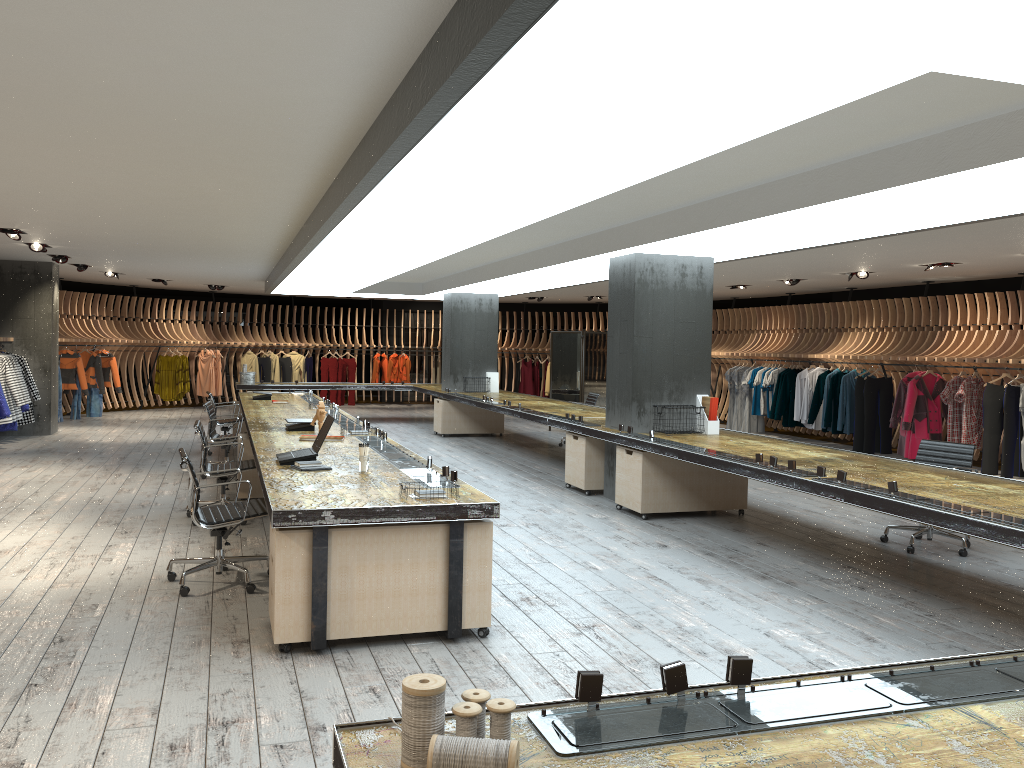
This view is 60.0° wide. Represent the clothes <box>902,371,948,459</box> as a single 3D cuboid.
[{"bbox_3d":[6.156,0.470,13.098,0.839,1.311,0.321,1,1,-9],"label":"clothes"}]

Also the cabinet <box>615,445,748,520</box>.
[{"bbox_3d":[1.647,0.933,8.615,1.131,0.630,0.594,1,2,-18],"label":"cabinet"}]

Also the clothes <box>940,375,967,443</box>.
[{"bbox_3d":[6.342,0.387,12.504,0.760,1.020,0.188,1,2,-17],"label":"clothes"}]

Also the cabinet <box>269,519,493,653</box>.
[{"bbox_3d":[-0.736,1.037,4.875,1.131,0.630,0.594,1,2,-18],"label":"cabinet"}]

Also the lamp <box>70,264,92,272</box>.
[{"bbox_3d":[-7.143,-2.005,14.678,0.269,0.292,0.493,1,2,-12],"label":"lamp"}]

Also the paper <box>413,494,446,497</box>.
[{"bbox_3d":[-0.452,0.604,4.820,0.176,0.004,0.130,1,2,-12],"label":"paper"}]

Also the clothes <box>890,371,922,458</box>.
[{"bbox_3d":[6.068,0.457,13.374,0.839,1.311,0.321,1,2,-19],"label":"clothes"}]

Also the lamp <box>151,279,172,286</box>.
[{"bbox_3d":[-7.071,-2.133,17.819,0.269,0.293,0.493,2,2,14],"label":"lamp"}]

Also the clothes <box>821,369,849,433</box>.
[{"bbox_3d":[5.568,0.272,14.964,0.715,1.087,0.257,1,2,-22],"label":"clothes"}]

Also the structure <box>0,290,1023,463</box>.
[{"bbox_3d":[1.477,0.059,6.140,14.881,2.439,36.575,0,2,-18],"label":"structure"}]

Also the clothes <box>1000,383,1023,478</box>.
[{"bbox_3d":[6.640,0.667,11.631,0.539,1.352,0.087,1,1,-19],"label":"clothes"}]

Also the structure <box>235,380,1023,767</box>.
[{"bbox_3d":[-0.422,0.732,9.828,4.835,0.844,18.486,0,2,-18],"label":"structure"}]

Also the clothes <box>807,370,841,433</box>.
[{"bbox_3d":[5.483,0.290,15.181,0.913,1.081,0.238,1,1,-13],"label":"clothes"}]

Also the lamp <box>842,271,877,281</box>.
[{"bbox_3d":[5.114,-1.675,13.117,0.269,0.301,0.493,1,2,-18],"label":"lamp"}]

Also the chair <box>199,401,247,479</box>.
[{"bbox_3d":[-3.285,0.642,10.358,0.667,0.859,0.694,1,2,-22],"label":"chair"}]

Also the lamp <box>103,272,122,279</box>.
[{"bbox_3d":[-7.319,-2.072,16.253,0.269,0.296,0.493,1,2,2],"label":"lamp"}]

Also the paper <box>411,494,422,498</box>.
[{"bbox_3d":[-0.452,0.606,4.820,0.176,0.004,0.130,1,2,-14],"label":"paper"}]

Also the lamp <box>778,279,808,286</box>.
[{"bbox_3d":[4.621,-1.755,14.633,0.269,0.286,0.493,1,2,-18],"label":"lamp"}]

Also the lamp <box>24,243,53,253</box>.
[{"bbox_3d":[-6.215,-1.862,11.630,0.269,0.286,0.493,1,2,-18],"label":"lamp"}]

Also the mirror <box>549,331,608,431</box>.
[{"bbox_3d":[1.654,-0.018,16.321,2.112,1.891,0.443,2,2,23],"label":"mirror"}]

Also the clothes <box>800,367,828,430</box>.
[{"bbox_3d":[5.351,0.256,15.488,0.733,1.106,0.165,1,2,-18],"label":"clothes"}]

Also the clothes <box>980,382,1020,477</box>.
[{"bbox_3d":[6.560,0.657,11.819,0.539,1.352,0.087,2,2,21],"label":"clothes"}]

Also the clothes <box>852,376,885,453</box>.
[{"bbox_3d":[5.778,0.539,14.281,0.539,1.352,0.087,1,1,6],"label":"clothes"}]

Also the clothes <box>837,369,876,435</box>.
[{"bbox_3d":[5.704,0.293,14.547,0.715,1.087,0.257,1,1,-12],"label":"clothes"}]

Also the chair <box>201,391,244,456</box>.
[{"bbox_3d":[-3.977,0.540,12.456,0.667,0.859,0.694,0,2,-32],"label":"chair"}]

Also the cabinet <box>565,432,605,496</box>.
[{"bbox_3d":[1.229,0.871,9.901,1.131,0.630,0.594,1,2,-18],"label":"cabinet"}]

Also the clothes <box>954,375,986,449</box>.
[{"bbox_3d":[6.397,0.395,12.288,0.760,1.029,0.179,0,2,-32],"label":"clothes"}]

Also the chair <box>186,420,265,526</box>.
[{"bbox_3d":[-2.499,0.763,7.833,0.667,0.859,0.694,0,2,-27],"label":"chair"}]

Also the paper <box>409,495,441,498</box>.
[{"bbox_3d":[-0.463,0.608,4.811,0.176,0.003,0.130,0,3,-20],"label":"paper"}]

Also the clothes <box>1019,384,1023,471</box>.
[{"bbox_3d":[6.673,0.562,11.424,0.273,1.142,0.170,2,1,14],"label":"clothes"}]

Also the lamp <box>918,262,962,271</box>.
[{"bbox_3d":[5.606,-1.604,11.601,0.269,0.296,0.493,1,2,-18],"label":"lamp"}]

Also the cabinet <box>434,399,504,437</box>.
[{"bbox_3d":[-0.758,0.592,15.620,1.131,0.630,0.594,1,2,-18],"label":"cabinet"}]

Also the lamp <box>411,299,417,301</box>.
[{"bbox_3d":[-2.505,-2.195,21.747,0.492,0.298,0.269,1,2,-9],"label":"lamp"}]

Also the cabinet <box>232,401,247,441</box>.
[{"bbox_3d":[-3.792,0.598,13.914,1.131,0.630,0.594,1,2,-18],"label":"cabinet"}]

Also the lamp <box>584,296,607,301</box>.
[{"bbox_3d":[1.905,-2.044,20.298,0.493,0.292,0.269,3,3,40],"label":"lamp"}]

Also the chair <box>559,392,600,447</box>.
[{"bbox_3d":[1.065,0.571,14.297,0.667,0.859,0.694,1,2,-22],"label":"chair"}]

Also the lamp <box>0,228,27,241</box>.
[{"bbox_3d":[-5.723,-1.785,10.114,0.269,0.294,0.493,1,2,-18],"label":"lamp"}]

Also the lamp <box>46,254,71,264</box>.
[{"bbox_3d":[-6.708,-1.932,13.146,0.269,0.292,0.493,1,2,-18],"label":"lamp"}]

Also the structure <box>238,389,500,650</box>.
[{"bbox_3d":[-2.235,0.708,9.464,1.162,0.844,10.457,1,2,-18],"label":"structure"}]

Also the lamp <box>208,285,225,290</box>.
[{"bbox_3d":[-6.420,-2.176,19.269,0.269,0.297,0.493,2,2,32],"label":"lamp"}]

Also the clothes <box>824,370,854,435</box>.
[{"bbox_3d":[5.600,0.306,14.845,0.913,1.081,0.238,1,2,-18],"label":"clothes"}]

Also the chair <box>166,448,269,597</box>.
[{"bbox_3d":[-1.852,0.862,5.765,0.667,0.859,0.694,0,2,-32],"label":"chair"}]

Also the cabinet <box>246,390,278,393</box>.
[{"bbox_3d":[-4.933,0.428,17.434,0.593,0.630,1.132,1,2,-18],"label":"cabinet"}]

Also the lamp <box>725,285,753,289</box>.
[{"bbox_3d":[4.129,-1.824,16.150,0.269,0.294,0.493,1,2,-18],"label":"lamp"}]

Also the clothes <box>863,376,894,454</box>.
[{"bbox_3d":[5.819,0.547,14.093,0.539,1.352,0.087,1,1,-14],"label":"clothes"}]

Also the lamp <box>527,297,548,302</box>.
[{"bbox_3d":[0.586,-2.108,21.178,0.493,0.294,0.269,2,2,27],"label":"lamp"}]

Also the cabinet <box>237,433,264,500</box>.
[{"bbox_3d":[-2.181,0.837,8.965,1.131,0.630,0.594,1,2,-18],"label":"cabinet"}]

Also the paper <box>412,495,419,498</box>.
[{"bbox_3d":[-0.452,0.605,4.820,0.176,0.004,0.130,1,2,-14],"label":"paper"}]

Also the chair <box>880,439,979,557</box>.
[{"bbox_3d":[3.402,0.912,7.254,0.667,0.859,0.693,0,2,-42],"label":"chair"}]
